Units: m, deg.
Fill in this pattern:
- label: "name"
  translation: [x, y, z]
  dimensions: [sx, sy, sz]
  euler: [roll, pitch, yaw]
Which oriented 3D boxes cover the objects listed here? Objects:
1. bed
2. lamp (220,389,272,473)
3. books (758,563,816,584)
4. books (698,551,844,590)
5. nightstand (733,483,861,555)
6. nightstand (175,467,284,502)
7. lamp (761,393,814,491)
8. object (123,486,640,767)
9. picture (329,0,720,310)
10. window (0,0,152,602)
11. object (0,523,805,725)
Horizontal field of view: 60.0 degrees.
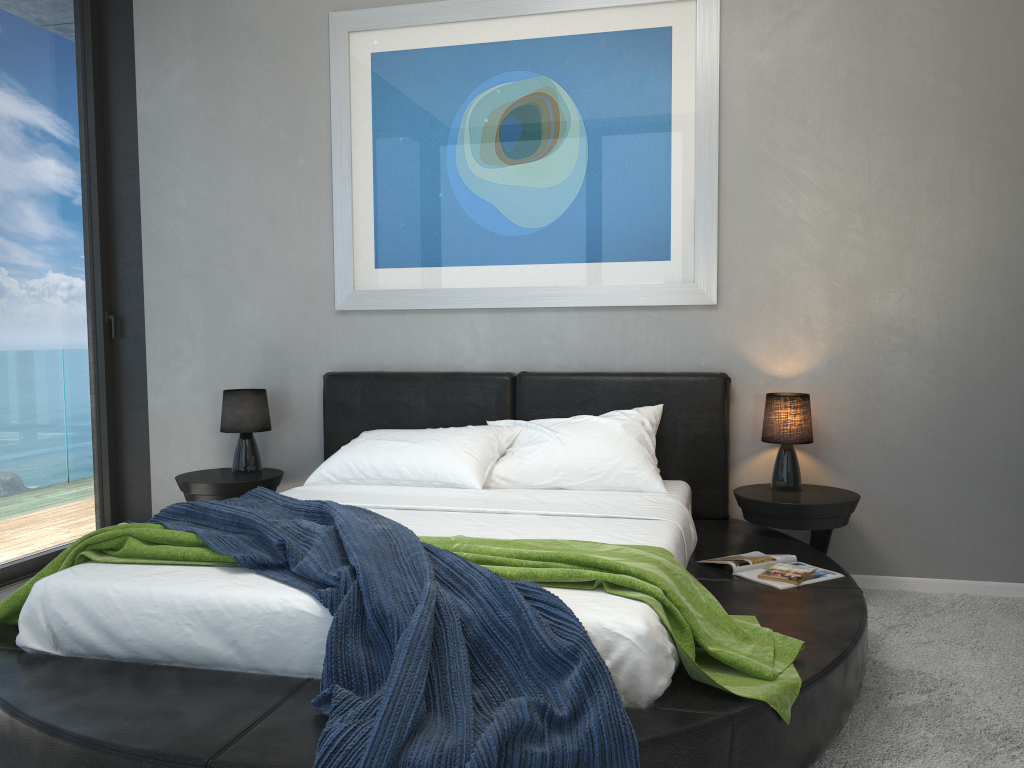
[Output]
- label: "bed"
  translation: [-0.272, 0.470, 2.920]
  dimensions: [2.755, 0.935, 2.613]
  euler: [0, 3, 14]
- label: "lamp"
  translation: [-1.293, 0.228, 4.311]
  dimensions: [0.241, 0.401, 0.219]
  euler: [-2, 4, -17]
- label: "books"
  translation: [0.915, 0.629, 2.949]
  dimensions: [0.133, 0.012, 0.189]
  euler: [2, 4, 35]
- label: "books"
  translation: [0.878, 0.619, 3.043]
  dimensions: [0.301, 0.040, 0.395]
  euler: [-2, 3, -30]
- label: "nightstand"
  translation: [1.162, 0.666, 3.646]
  dimensions: [0.496, 0.441, 0.496]
  euler: [3, 5, 42]
- label: "nightstand"
  translation: [-1.344, 0.652, 4.253]
  dimensions: [0.496, 0.441, 0.496]
  euler: [1, 4, 25]
- label: "lamp"
  translation: [1.152, 0.241, 3.715]
  dimensions: [0.208, 0.401, 0.219]
  euler: [-1, 4, -6]
- label: "object"
  translation: [-0.568, 0.631, 2.415]
  dimensions: [0.685, 0.569, 2.152]
  euler: [-3, 4, -34]
- label: "picture"
  translation: [0.017, -1.052, 4.042]
  dimensions: [1.800, 1.402, 0.025]
  euler: [0, 4, 14]
- label: "window"
  translation: [-0.406, -0.731, 4.327]
  dimensions: [3.596, 3.188, 9.709]
  euler: [0, 3, 14]
- label: "object"
  translation: [-0.389, 0.569, 2.467]
  dimensions: [2.302, 0.343, 0.645]
  euler: [0, 3, 13]
